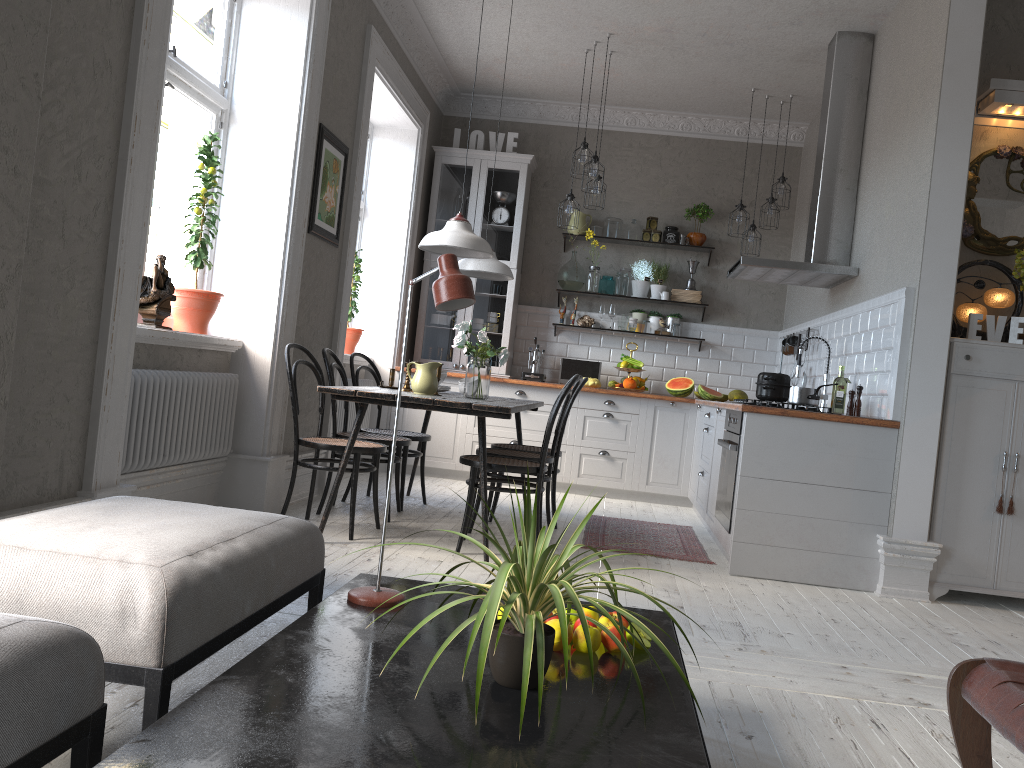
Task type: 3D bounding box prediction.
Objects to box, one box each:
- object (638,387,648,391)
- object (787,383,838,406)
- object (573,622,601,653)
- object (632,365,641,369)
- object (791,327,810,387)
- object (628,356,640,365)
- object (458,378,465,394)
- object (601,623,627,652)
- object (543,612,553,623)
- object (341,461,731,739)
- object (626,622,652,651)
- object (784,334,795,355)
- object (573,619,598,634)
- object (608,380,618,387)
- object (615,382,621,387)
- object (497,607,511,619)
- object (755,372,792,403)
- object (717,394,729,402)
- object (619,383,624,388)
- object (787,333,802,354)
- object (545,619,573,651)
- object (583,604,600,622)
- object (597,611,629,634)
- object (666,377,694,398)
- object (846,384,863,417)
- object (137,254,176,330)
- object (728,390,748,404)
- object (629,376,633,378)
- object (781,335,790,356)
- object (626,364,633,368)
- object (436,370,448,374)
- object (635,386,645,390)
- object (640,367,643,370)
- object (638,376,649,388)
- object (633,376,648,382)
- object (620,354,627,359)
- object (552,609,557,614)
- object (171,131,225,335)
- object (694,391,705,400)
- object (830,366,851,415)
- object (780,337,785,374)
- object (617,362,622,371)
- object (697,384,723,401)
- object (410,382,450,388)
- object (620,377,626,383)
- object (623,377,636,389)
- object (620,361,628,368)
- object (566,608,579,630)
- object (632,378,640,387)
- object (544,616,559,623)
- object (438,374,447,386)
[{"bbox_3d":[1.074,0.028,7.585,0.212,0.044,0.055,7,0,43],"label":"object"},{"bbox_3d":[1.660,0.056,4.851,0.297,0.134,0.178,6,0,40],"label":"object"},{"bbox_3d":[0.162,0.541,1.897,0.060,0.063,0.063,6,0,37],"label":"object"},{"bbox_3d":[1.045,-0.128,7.503,0.076,0.062,0.099,6,0,-21],"label":"object"},{"bbox_3d":[2.035,-0.175,6.261,0.081,0.443,0.330,6,0,7],"label":"object"},{"bbox_3d":[1.053,-0.185,7.565,0.178,0.096,0.089,6,0,25],"label":"object"},{"bbox_3d":[-0.253,0.011,5.191,0.123,0.119,0.129,6,0,21],"label":"object"},{"bbox_3d":[0.221,0.551,1.916,0.056,0.058,0.057,6,0,30],"label":"object"},{"bbox_3d":[0.067,0.533,2.007,0.058,0.058,0.058,6,0,-12],"label":"object"},{"bbox_3d":[0.059,0.360,1.668,0.720,0.420,0.673,6,0,23],"label":"object"},{"bbox_3d":[0.280,0.559,1.958,0.058,0.053,0.060,6,0,12],"label":"object"},{"bbox_3d":[2.138,-0.301,6.754,0.108,0.161,0.137,6,0,8],"label":"object"},{"bbox_3d":[0.163,0.543,1.961,0.057,0.058,0.058,6,0,-4],"label":"object"},{"bbox_3d":[0.875,0.005,7.554,0.075,0.072,0.154,6,0,35],"label":"object"},{"bbox_3d":[0.910,0.012,7.515,0.084,0.057,0.090,6,0,37],"label":"object"},{"bbox_3d":[-0.005,0.527,2.011,0.069,0.055,0.058,6,0,-28],"label":"object"},{"bbox_3d":[1.369,0.017,4.642,0.192,0.147,0.191,6,0,-15],"label":"object"},{"bbox_3d":[1.748,0.115,7.424,0.204,0.073,0.118,6,0,-32],"label":"object"},{"bbox_3d":[0.926,0.023,7.530,0.070,0.076,0.227,6,0,-12],"label":"object"},{"bbox_3d":[2.114,-0.303,6.627,0.107,0.161,0.139,6,0,23],"label":"object"},{"bbox_3d":[0.093,0.532,1.879,0.069,0.066,0.071,6,0,20],"label":"object"},{"bbox_3d":[0.178,0.543,2.054,0.060,0.062,0.063,6,0,-13],"label":"object"},{"bbox_3d":[0.231,0.548,2.001,0.073,0.064,0.076,6,0,36],"label":"object"},{"bbox_3d":[1.387,0.026,7.326,0.232,0.174,0.221,6,0,27],"label":"object"},{"bbox_3d":[1.754,0.082,4.531,0.072,0.167,0.036,6,0,5],"label":"object"},{"bbox_3d":[-1.571,-0.410,3.864,0.119,0.329,0.238,6,0,8],"label":"object"},{"bbox_3d":[1.880,0.107,7.365,0.208,0.119,0.129,6,0,-32],"label":"object"},{"bbox_3d":[1.015,-0.025,7.590,0.085,0.093,0.087,6,0,1],"label":"object"},{"bbox_3d":[2.152,-0.300,6.882,0.107,0.161,0.138,6,0,18],"label":"object"},{"bbox_3d":[0.987,-0.136,7.473,0.063,0.061,0.067,6,0,5],"label":"object"},{"bbox_3d":[-0.470,-0.040,5.164,0.180,0.094,0.179,6,0,-4],"label":"object"},{"bbox_3d":[1.076,0.039,7.463,0.069,0.051,0.088,6,0,-37],"label":"object"},{"bbox_3d":[1.090,-0.126,7.530,0.052,0.050,0.049,6,0,15],"label":"object"},{"bbox_3d":[1.115,-0.025,7.533,0.060,0.120,0.128,6,0,29],"label":"object"},{"bbox_3d":[1.089,-0.035,7.543,0.127,0.056,0.059,6,0,-3],"label":"object"},{"bbox_3d":[0.955,-0.227,7.509,0.074,0.058,0.050,6,0,-18],"label":"object"},{"bbox_3d":[0.101,0.546,2.075,0.064,0.039,0.067,6,0,11],"label":"object"},{"bbox_3d":[-1.493,-0.736,4.254,0.264,0.991,0.276,6,0,44],"label":"object"},{"bbox_3d":[1.641,0.106,7.530,0.197,0.067,0.104,6,0,11],"label":"object"},{"bbox_3d":[1.883,0.037,5.056,0.089,0.282,0.082,6,0,6],"label":"object"},{"bbox_3d":[2.176,-0.191,7.141,0.077,0.379,0.083,6,0,5],"label":"object"},{"bbox_3d":[0.939,-0.148,7.536,0.096,0.078,0.100,6,0,-8],"label":"object"},{"bbox_3d":[1.634,0.077,7.258,0.226,0.127,0.147,6,0,-12],"label":"object"},{"bbox_3d":[-0.475,0.015,5.165,0.233,0.027,0.241,6,0,28],"label":"object"},{"bbox_3d":[0.983,-0.018,7.600,0.077,0.076,0.157,6,0,32],"label":"object"},{"bbox_3d":[0.983,-0.006,7.402,0.115,0.110,0.109,6,0,-27],"label":"object"},{"bbox_3d":[0.947,-0.163,7.461,0.058,0.069,0.080,6,0,25],"label":"object"},{"bbox_3d":[0.129,0.540,2.011,0.063,0.058,0.060,6,0,-40],"label":"object"},{"bbox_3d":[1.033,-0.012,7.474,0.087,0.078,0.089,6,0,32],"label":"object"},{"bbox_3d":[0.096,0.537,1.950,0.058,0.056,0.060,6,0,-8],"label":"object"},{"bbox_3d":[-0.472,-0.020,5.164,0.180,0.094,0.179,6,0,-4],"label":"object"}]
